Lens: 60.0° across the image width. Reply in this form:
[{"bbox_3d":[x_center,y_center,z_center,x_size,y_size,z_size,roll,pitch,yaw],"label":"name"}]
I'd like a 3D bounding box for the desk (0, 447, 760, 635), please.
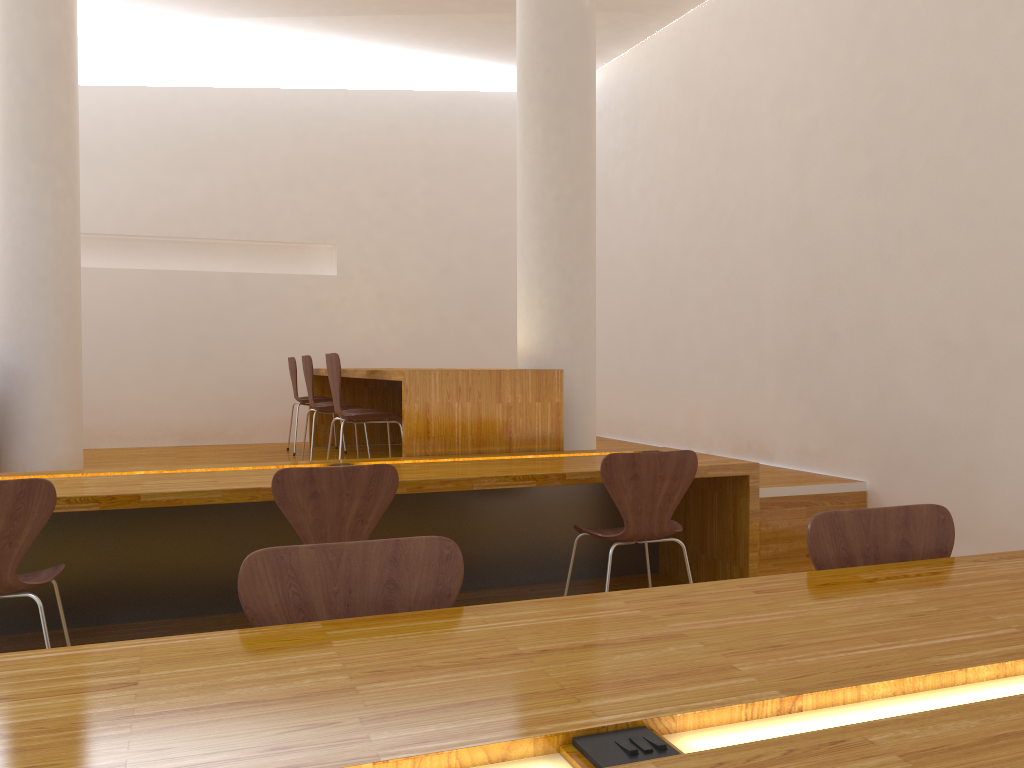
[{"bbox_3d":[-0.617,0.631,3.415,3.185,0.606,0.760,-1,1,-20],"label":"desk"}]

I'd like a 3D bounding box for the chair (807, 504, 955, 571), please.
[{"bbox_3d":[0.849,0.615,1.745,0.428,0.693,0.381,-1,1,-20],"label":"chair"}]

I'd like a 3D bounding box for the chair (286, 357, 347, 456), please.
[{"bbox_3d":[-1.427,0.152,6.451,0.381,0.693,0.428,-1,1,-20],"label":"chair"}]

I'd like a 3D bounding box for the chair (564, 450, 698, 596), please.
[{"bbox_3d":[0.438,0.582,3.326,0.428,0.693,0.381,-1,1,-20],"label":"chair"}]

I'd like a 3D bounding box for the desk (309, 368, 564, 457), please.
[{"bbox_3d":[-0.667,0.208,5.514,0.760,0.606,3.185,-1,1,-20],"label":"desk"}]

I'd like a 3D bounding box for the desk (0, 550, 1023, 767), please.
[{"bbox_3d":[0.125,0.839,0.870,3.236,0.918,1.285,-1,1,-20],"label":"desk"}]

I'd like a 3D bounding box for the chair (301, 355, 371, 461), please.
[{"bbox_3d":[-1.075,0.173,5.388,0.381,0.693,0.428,-1,1,-20],"label":"chair"}]

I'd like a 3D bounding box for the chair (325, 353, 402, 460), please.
[{"bbox_3d":[-0.737,0.192,4.478,0.381,0.693,0.428,-1,1,-20],"label":"chair"}]

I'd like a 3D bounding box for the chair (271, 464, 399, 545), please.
[{"bbox_3d":[-0.598,0.594,2.901,0.428,0.693,0.381,-1,1,-20],"label":"chair"}]

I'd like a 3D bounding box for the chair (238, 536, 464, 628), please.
[{"bbox_3d":[-0.214,0.625,1.392,0.428,0.693,0.381,-1,1,-20],"label":"chair"}]

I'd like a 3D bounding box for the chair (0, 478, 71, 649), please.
[{"bbox_3d":[-1.509,0.603,2.564,0.428,0.693,0.381,-1,1,-20],"label":"chair"}]
